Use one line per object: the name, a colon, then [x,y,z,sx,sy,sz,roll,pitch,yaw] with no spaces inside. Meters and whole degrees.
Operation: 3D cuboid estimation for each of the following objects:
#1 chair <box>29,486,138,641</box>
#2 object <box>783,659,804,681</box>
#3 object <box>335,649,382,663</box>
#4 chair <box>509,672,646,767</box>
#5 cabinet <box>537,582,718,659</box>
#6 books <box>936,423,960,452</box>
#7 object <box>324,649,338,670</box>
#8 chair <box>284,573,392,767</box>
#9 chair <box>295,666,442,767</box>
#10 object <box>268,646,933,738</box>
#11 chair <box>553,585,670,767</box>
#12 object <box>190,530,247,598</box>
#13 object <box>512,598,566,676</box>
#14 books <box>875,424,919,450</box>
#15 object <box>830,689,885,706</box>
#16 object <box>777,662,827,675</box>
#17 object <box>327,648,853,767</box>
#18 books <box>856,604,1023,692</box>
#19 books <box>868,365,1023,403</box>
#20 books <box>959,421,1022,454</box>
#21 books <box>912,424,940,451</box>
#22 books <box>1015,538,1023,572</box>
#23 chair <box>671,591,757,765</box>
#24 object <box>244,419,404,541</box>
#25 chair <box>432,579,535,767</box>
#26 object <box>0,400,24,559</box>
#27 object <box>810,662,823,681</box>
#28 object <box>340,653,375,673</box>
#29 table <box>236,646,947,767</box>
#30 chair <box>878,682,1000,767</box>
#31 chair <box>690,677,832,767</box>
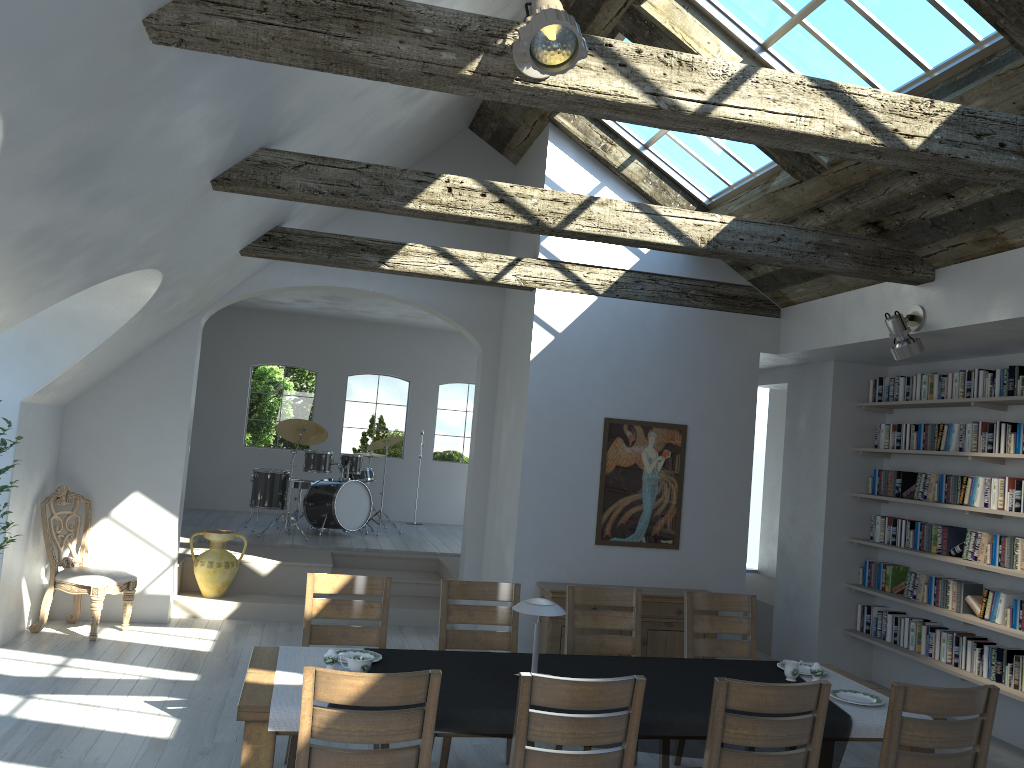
chair: [-3.465,1.438,7.239,0.655,1.159,0.552,4,-4,13]
object: [1.404,1.434,4.444,0.100,0.098,0.071,8,-5,-43]
object: [-0.733,1.276,4.138,0.250,0.017,0.253,6,-4,-12]
chair: [0.159,1.550,3.378,0.514,1.006,0.605,6,-4,-12]
cabinet: [0.925,2.011,7.120,1.481,0.714,0.383,6,-4,-12]
books: [3.454,0.423,6.889,0.189,0.228,0.249,6,-4,-12]
object: [-0.802,1.218,3.926,0.064,0.092,0.064,4,-4,6]
chair: [-0.888,1.549,4.655,0.514,1.006,0.605,6,-4,-12]
chair: [-0.566,1.479,3.219,0.514,1.006,0.605,6,-4,-12]
object: [0.375,1.417,4.126,2.872,0.077,1.050,6,-4,-12]
chair: [0.561,1.691,4.973,0.514,1.006,0.605,6,-4,-12]
object: [-2.763,1.682,8.284,0.396,0.605,0.402,2,-5,34]
object: [0.115,1.168,4.072,0.251,0.362,0.251,4,-4,11]
books: [3.313,0.457,7.530,0.214,0.220,0.490,6,-4,-12]
object: [1.610,1.472,4.152,0.250,0.017,0.253,6,-4,-12]
object: [1.520,1.498,4.650,0.250,0.017,0.253,6,-4,-12]
object: [0.372,1.489,4.124,2.456,0.227,1.073,6,-4,-12]
books: [3.433,1.967,6.328,0.242,0.237,2.981,6,-4,-12]
books: [3.595,0.004,6.468,0.242,0.237,2.981,6,-4,-12]
books: [3.539,0.401,6.523,0.214,0.237,0.490,6,-4,-12]
books: [3.397,0.437,7.153,0.209,0.220,0.278,6,-4,-14]
books: [3.565,1.172,6.051,0.189,0.220,0.156,6,-4,-12]
chair: [1.286,1.762,5.132,0.514,1.006,0.605,6,-4,-12]
object: [-2.458,1.165,11.268,1.465,1.383,2.354,2,-5,32]
chair: [-0.163,1.620,4.814,0.514,1.006,0.605,6,-4,-12]
object: [-3.625,0.936,5.773,0.718,1.920,0.737,4,-4,7]
object: [1.533,1.448,4.462,0.064,0.092,0.064,7,-5,-35]
object: [-0.668,1.231,3.874,0.124,0.081,0.130,3,-4,30]
table: [0.331,1.747,4.095,3.078,0.737,0.939,6,-4,-12]
chair: [1.608,1.692,3.696,0.514,1.006,0.605,6,-4,-12]
chair: [0.883,1.621,3.537,0.514,1.006,0.605,6,-4,-12]
